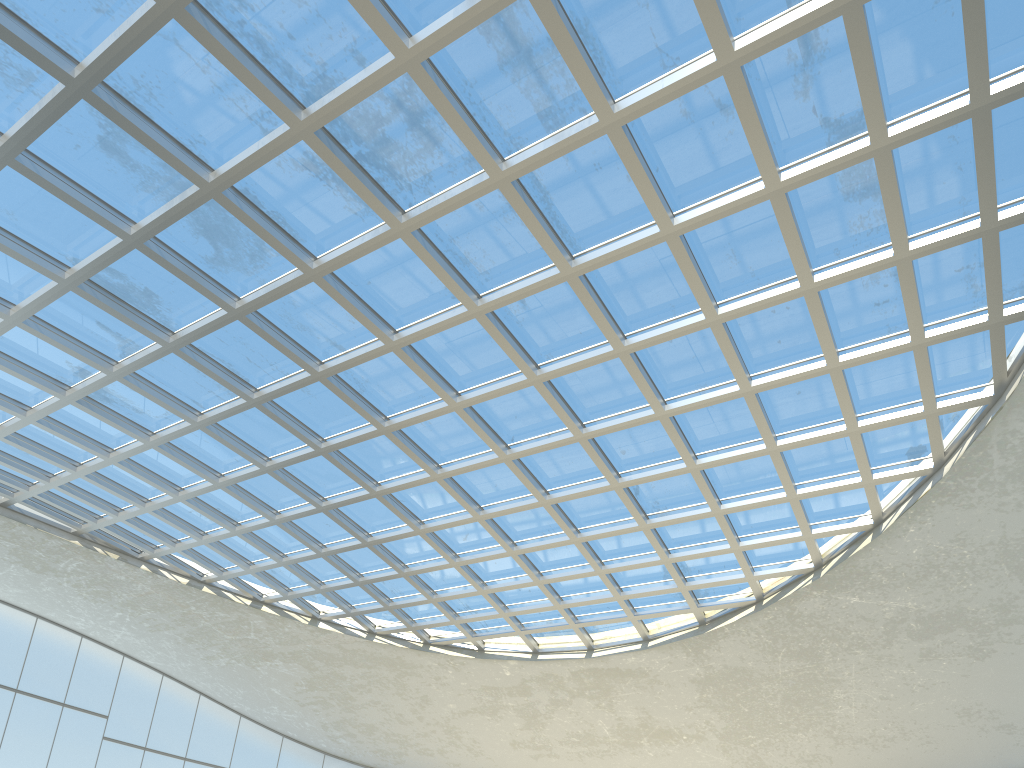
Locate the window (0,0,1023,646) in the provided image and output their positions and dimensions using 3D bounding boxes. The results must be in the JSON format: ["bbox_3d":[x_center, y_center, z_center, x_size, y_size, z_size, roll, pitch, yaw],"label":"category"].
[{"bbox_3d":[-13.443,1.540,43.506,79.843,9.709,89.629,-15,-41,29],"label":"window"}]
